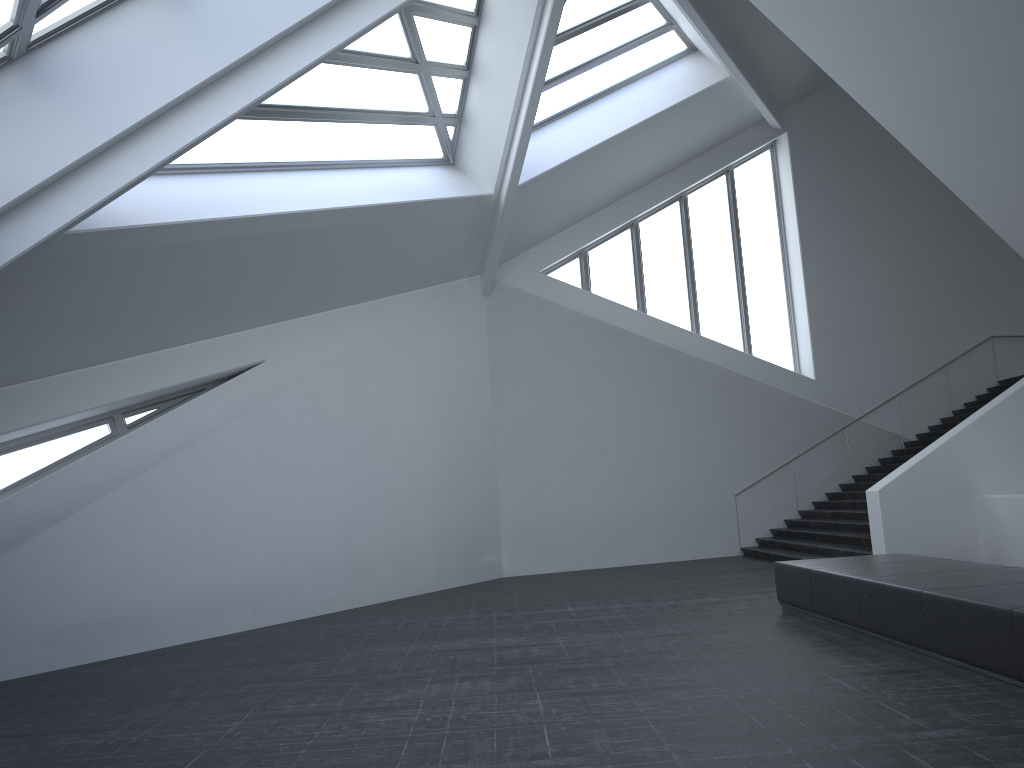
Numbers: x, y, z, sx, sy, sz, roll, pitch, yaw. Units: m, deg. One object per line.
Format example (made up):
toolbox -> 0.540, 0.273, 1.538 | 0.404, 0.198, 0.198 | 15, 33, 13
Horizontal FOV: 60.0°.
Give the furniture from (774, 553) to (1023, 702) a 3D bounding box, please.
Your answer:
furniture -> 3.799, 1.866, 7.187 | 1.488, 0.580, 5.742 | -4, -8, -2
